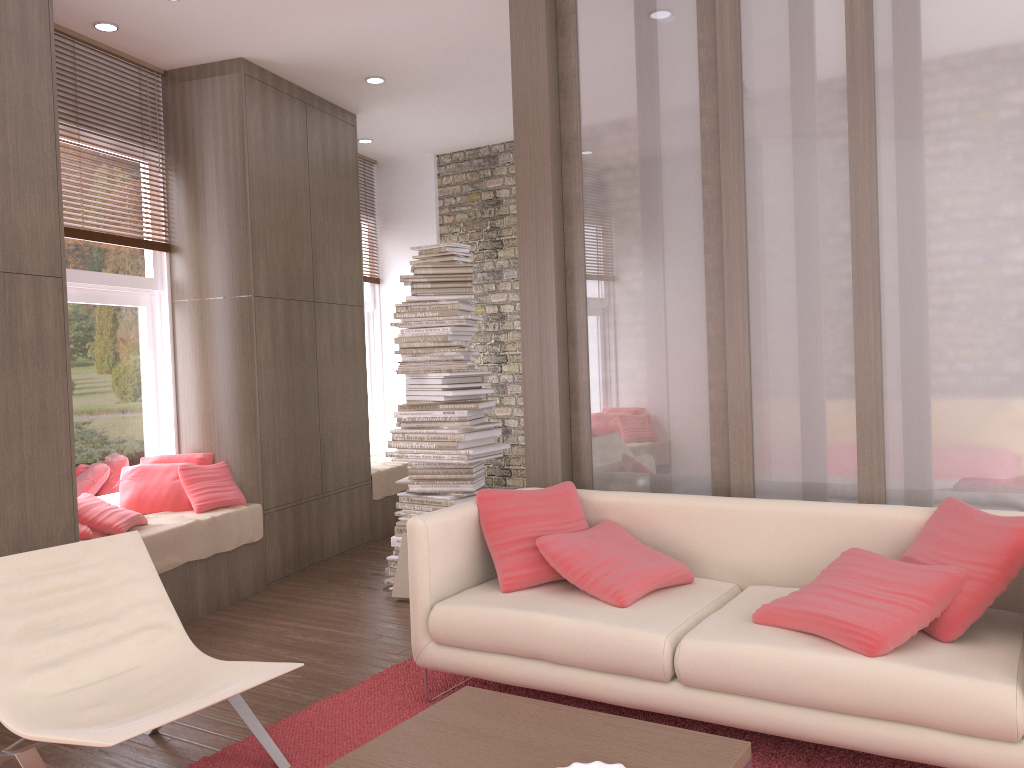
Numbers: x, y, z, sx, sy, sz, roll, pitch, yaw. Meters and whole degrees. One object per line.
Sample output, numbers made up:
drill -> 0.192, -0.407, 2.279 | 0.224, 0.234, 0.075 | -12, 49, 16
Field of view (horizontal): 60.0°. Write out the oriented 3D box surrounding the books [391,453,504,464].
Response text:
books -> -0.391, 0.449, 5.418 | 0.542, 0.016, 0.423 | -1, 2, 32

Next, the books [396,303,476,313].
books -> -0.464, -0.459, 5.461 | 0.416, 0.035, 0.323 | -2, 1, 12

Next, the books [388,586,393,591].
books -> -0.399, 1.215, 5.348 | 0.542, 0.016, 0.423 | -1, 2, 32

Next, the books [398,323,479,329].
books -> -0.442, -0.353, 5.420 | 0.416, 0.012, 0.324 | -2, 1, 12

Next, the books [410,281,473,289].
books -> -0.437, -0.601, 5.461 | 0.371, 0.036, 0.211 | -2, 1, -8

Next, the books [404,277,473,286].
books -> -0.455, -0.628, 5.434 | 0.412, 0.019, 0.259 | -2, 1, -8

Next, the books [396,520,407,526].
books -> -0.427, 0.828, 5.422 | 0.450, 0.022, 0.364 | -2, 1, 17

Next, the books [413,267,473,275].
books -> -0.426, -0.680, 5.429 | 0.351, 0.036, 0.275 | -2, 1, -8

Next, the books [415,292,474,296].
books -> -0.420, -0.540, 5.428 | 0.351, 0.010, 0.284 | -2, 1, -8

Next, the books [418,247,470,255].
books -> -0.417, -0.805, 5.428 | 0.193, 0.029, 0.260 | -3, 2, -43

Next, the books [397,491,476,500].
books -> -0.436, 0.669, 5.441 | 0.422, 0.016, 0.330 | -1, 2, 37

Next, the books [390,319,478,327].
books -> -0.473, -0.371, 5.451 | 0.470, 0.022, 0.306 | -2, 1, 12

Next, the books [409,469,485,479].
books -> -0.393, 0.546, 5.417 | 0.396, 0.024, 0.310 | -2, 1, 12

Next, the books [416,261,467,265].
books -> -0.424, -0.726, 5.430 | 0.272, 0.023, 0.201 | -2, 1, 12

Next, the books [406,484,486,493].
books -> -0.399, 0.640, 5.416 | 0.413, 0.006, 0.322 | -2, 1, 12

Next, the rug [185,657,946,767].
rug -> 0.068, 1.280, 2.112 | 2.938, 0.016, 3.344 | -1, 2, 32

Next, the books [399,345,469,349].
books -> -0.472, -0.224, 5.453 | 0.395, 0.009, 0.233 | -2, 1, 7

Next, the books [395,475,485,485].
books -> -0.435, 0.586, 5.435 | 0.488, 0.018, 0.296 | -2, 1, 12

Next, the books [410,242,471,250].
books -> -0.435, -0.836, 5.433 | 0.313, 0.014, 0.204 | -1, 2, 32

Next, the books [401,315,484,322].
books -> -0.422, -0.395, 5.446 | 0.434, 0.019, 0.324 | -2, 1, 12

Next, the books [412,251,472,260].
books -> -0.429, -0.782, 5.432 | 0.303, 0.015, 0.202 | -1, 2, 32

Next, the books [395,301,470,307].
books -> -0.483, -0.484, 5.445 | 0.392, 0.015, 0.306 | -2, 1, 12

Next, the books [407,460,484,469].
books -> -0.398, 0.489, 5.422 | 0.405, 0.018, 0.300 | -2, 1, 12

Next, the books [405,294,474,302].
books -> -0.447, -0.520, 5.434 | 0.404, 0.026, 0.266 | -2, 1, -8

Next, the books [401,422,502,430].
books -> -0.371, 0.255, 5.457 | 0.542, 0.020, 0.320 | -1, 2, 32

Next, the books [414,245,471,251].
books -> -0.423, -0.825, 5.418 | 0.277, 0.008, 0.216 | -1, 2, 32

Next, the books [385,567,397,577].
books -> -0.439, 1.125, 5.398 | 0.522, 0.046, 0.410 | -1, 2, 32

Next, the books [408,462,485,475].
books -> -0.394, 0.516, 5.416 | 0.396, 0.033, 0.310 | -2, 1, 12

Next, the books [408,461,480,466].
books -> -0.395, 0.468, 5.415 | 0.396, 0.024, 0.310 | -2, 1, 12

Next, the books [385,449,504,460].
books -> -0.414, 0.424, 5.471 | 0.612, 0.028, 0.399 | -1, 2, 32

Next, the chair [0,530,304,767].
chair -> -1.223, 0.936, 2.826 | 0.860, 0.767, 0.739 | -1, 2, 32

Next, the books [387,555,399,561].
books -> -0.437, 1.044, 5.395 | 0.510, 0.020, 0.399 | -1, 2, 32

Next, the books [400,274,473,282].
books -> -0.468, -0.649, 5.438 | 0.435, 0.019, 0.248 | -2, 1, -8

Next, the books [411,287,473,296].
books -> -0.435, -0.563, 5.462 | 0.371, 0.036, 0.211 | -2, 1, -8

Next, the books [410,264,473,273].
books -> -0.433, -0.706, 5.422 | 0.366, 0.012, 0.287 | -2, 1, -8

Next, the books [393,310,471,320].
books -> -0.485, -0.422, 5.446 | 0.401, 0.035, 0.315 | -2, 1, 12

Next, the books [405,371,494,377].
books -> -0.389, -0.062, 5.430 | 0.326, 0.018, 0.500 | -3, 2, -38

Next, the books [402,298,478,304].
books -> -0.439, -0.502, 5.454 | 0.416, 0.015, 0.245 | -2, 1, 12

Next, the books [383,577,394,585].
books -> -0.422, 1.191, 5.401 | 0.612, 0.028, 0.399 | -1, 2, 32

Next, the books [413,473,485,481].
books -> -0.382, 0.570, 5.434 | 0.385, 0.008, 0.274 | -2, 1, 12

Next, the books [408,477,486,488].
books -> -0.394, 0.603, 5.425 | 0.405, 0.018, 0.300 | -2, 1, 12

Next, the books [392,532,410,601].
books -> -0.550, 1.053, 5.117 | 0.218, 0.363, 0.246 | -2, 1, 17

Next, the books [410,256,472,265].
books -> -0.437, -0.750, 5.441 | 0.327, 0.023, 0.198 | -1, 2, 32

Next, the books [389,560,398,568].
books -> -0.406, 1.076, 5.407 | 0.542, 0.046, 0.421 | -1, 2, 32

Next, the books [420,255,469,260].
books -> -0.411, -0.768, 5.432 | 0.258, 0.010, 0.183 | -2, 1, 17

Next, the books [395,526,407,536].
books -> -0.404, 0.869, 5.388 | 0.518, 0.057, 0.341 | -2, 1, 17

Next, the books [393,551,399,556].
books -> -0.432, 1.000, 5.403 | 0.469, 0.028, 0.368 | -2, 1, 17

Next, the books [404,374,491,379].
books -> -0.399, -0.047, 5.459 | 0.345, 0.010, 0.443 | -3, 2, -38

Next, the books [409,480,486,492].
books -> -0.390, 0.624, 5.419 | 0.396, 0.024, 0.310 | -2, 1, 12

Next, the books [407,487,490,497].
books -> -0.389, 0.650, 5.431 | 0.448, 0.016, 0.264 | -1, 2, 37

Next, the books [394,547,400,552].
books -> -0.439, 0.972, 5.367 | 0.442, 0.025, 0.346 | -2, 1, 17

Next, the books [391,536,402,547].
books -> -0.444, 0.930, 5.390 | 0.469, 0.057, 0.364 | -2, 1, 17
